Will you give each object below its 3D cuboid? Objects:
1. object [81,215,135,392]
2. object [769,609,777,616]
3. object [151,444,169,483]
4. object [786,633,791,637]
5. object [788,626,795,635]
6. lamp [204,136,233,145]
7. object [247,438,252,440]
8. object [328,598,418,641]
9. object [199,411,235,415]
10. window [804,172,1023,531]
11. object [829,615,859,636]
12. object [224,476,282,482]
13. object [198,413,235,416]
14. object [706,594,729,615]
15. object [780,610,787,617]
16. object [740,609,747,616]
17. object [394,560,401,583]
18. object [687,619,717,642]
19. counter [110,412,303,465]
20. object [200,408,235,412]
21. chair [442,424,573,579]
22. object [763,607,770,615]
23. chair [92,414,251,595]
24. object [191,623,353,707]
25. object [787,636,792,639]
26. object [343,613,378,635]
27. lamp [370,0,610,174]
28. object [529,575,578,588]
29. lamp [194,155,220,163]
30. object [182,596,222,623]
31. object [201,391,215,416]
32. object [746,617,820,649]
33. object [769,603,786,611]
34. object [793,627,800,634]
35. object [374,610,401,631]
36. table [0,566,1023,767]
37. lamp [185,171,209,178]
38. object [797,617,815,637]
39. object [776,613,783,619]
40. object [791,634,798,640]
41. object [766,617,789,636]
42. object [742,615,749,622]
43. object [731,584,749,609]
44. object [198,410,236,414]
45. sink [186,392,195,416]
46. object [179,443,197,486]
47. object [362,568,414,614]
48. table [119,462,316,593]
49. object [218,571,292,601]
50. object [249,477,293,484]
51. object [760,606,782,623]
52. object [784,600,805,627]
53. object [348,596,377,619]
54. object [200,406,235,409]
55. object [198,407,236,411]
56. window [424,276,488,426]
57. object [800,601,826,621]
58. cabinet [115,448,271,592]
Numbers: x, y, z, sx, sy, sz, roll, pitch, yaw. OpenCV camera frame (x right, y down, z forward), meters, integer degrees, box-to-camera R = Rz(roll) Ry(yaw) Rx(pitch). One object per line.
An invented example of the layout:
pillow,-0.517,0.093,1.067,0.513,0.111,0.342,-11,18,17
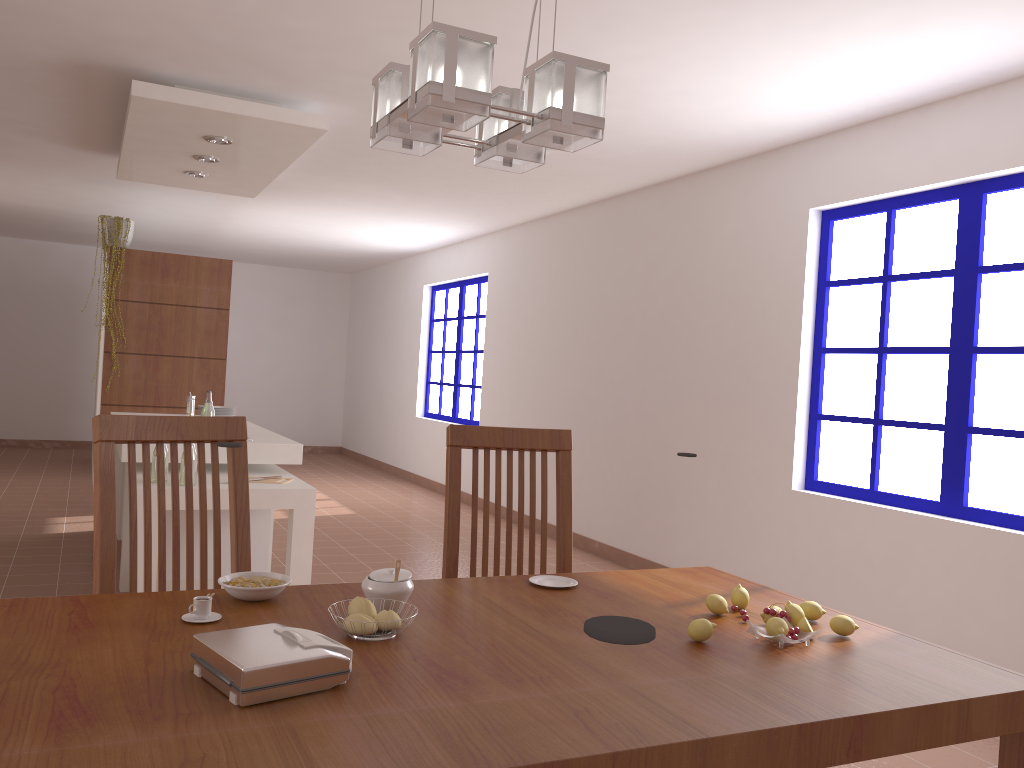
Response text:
object,-3.069,-0.605,6.763,0.279,1.344,0.297,4,0,24
object,0.498,0.435,1.691,0.014,0.014,0.012,3,0,-5
object,-1.524,0.310,3.846,0.071,0.230,0.071,3,0,-44
object,0.498,0.457,1.603,0.014,0.013,0.014,3,0,-2
object,0.499,0.453,1.627,0.040,0.023,0.049,4,0,20
lamp,-1.558,-1.313,4.711,0.143,0.059,0.143,3,0,-43
object,-1.639,0.259,4.585,0.493,0.006,0.551,3,0,-26
object,-0.236,0.404,1.507,0.151,0.041,0.151,4,0,24
object,-2.028,0.207,6.095,0.228,0.020,0.228,3,0,-44
window,1.927,-0.144,3.787,0.035,1.430,1.699,3,0,-26
object,0.625,0.456,1.675,0.043,0.038,0.043,3,0,-37
object,-1.186,0.436,4.054,0.041,0.008,0.375,4,0,31
object,-2.029,0.218,6.095,0.228,0.020,0.228,3,0,-44
object,0.410,0.442,1.777,0.042,0.041,0.041,4,0,39
object,0.515,0.437,1.683,0.014,0.014,0.012,4,0,45
object,0.463,0.458,1.776,0.014,0.012,0.014,3,0,-22
object,-0.211,0.355,1.614,0.010,0.075,0.015,3,0,-26
object,0.336,0.439,1.581,0.041,0.041,0.042,3,0,-40
counter,-1.893,0.643,5.181,0.821,0.800,2.156,3,0,-26
object,-2.027,0.187,6.095,0.228,0.020,0.228,3,0,-44
chair,0.033,0.647,2.073,0.444,1.063,0.574,3,0,-16
object,0.490,0.436,1.704,0.014,0.014,0.013,4,0,32
chair,-0.594,0.610,1.771,0.574,1.063,0.444,4,0,45
object,-0.332,0.389,1.273,0.195,0.062,0.176,3,0,-41
object,0.493,0.457,1.584,0.014,0.013,0.014,3,0,-21
object,-0.253,0.401,1.484,0.061,0.032,0.048,4,0,34
lamp,-0.024,-0.863,1.494,0.304,0.919,0.304,3,0,-26
object,0.091,0.438,1.956,0.108,0.008,0.108,4,0,29
lamp,-1.778,-1.329,5.166,0.143,0.059,0.143,4,0,2
object,-0.533,0.387,1.527,0.065,0.037,0.065,3,0,-12
object,-1.513,0.149,4.412,0.071,0.230,0.071,3,0,-44
object,0.489,0.451,1.605,0.092,0.032,0.091,3,0,-26
object,0.512,0.431,1.710,0.034,0.011,0.037,4,0,25
object,0.519,0.450,1.619,0.014,0.014,0.012,3,0,-13
object,-0.214,0.403,1.516,0.048,0.033,0.060,3,0,-27
table,-0.134,0.802,1.470,1.800,0.740,0.900,3,0,-26
lamp,-1.994,-1.345,5.616,0.143,0.059,0.143,4,0,2
object,0.547,0.452,1.649,0.033,0.036,0.039,4,0,12
object,0.510,0.443,1.688,0.014,0.014,0.012,4,0,45
object,0.510,0.458,1.600,0.013,0.014,0.014,4,0,3
object,0.477,0.438,1.594,0.042,0.038,0.043,4,0,41
object,0.456,0.457,1.732,0.014,0.014,0.012,3,0,-37
object,0.474,0.443,1.844,0.038,0.053,0.039,4,0,9
object,-2.027,0.197,6.095,0.228,0.020,0.228,3,0,-44
sink,-2.052,0.225,5.556,0.404,0.368,0.668,3,0,-26
object,-1.384,0.319,3.804,0.071,0.230,0.071,3,0,-44
object,-0.231,0.384,1.646,0.096,0.079,0.096,3,0,-30
table,-1.437,0.753,4.234,0.737,0.647,1.003,3,0,-26
object,-0.489,0.390,1.688,0.136,0.036,0.136,4,0,22
object,-1.153,0.444,4.100,0.266,0.006,0.168,3,0,-9
object,0.506,0.449,1.718,0.041,0.039,0.044,4,0,28
object,0.542,0.443,1.704,0.039,0.049,0.039,3,0,-18
object,-0.260,0.395,1.543,0.055,0.044,0.048,4,0,44
object,-2.026,0.167,6.095,0.228,0.020,0.228,3,0,-44
object,-2.026,0.177,6.095,0.228,0.020,0.228,3,0,-44
window,-0.534,-0.324,8.923,0.035,1.430,1.699,3,0,-26
object,0.599,0.454,1.776,0.043,0.038,0.043,3,0,-37
cabinet,-1.868,0.695,5.132,0.737,0.700,2.048,3,0,-26
